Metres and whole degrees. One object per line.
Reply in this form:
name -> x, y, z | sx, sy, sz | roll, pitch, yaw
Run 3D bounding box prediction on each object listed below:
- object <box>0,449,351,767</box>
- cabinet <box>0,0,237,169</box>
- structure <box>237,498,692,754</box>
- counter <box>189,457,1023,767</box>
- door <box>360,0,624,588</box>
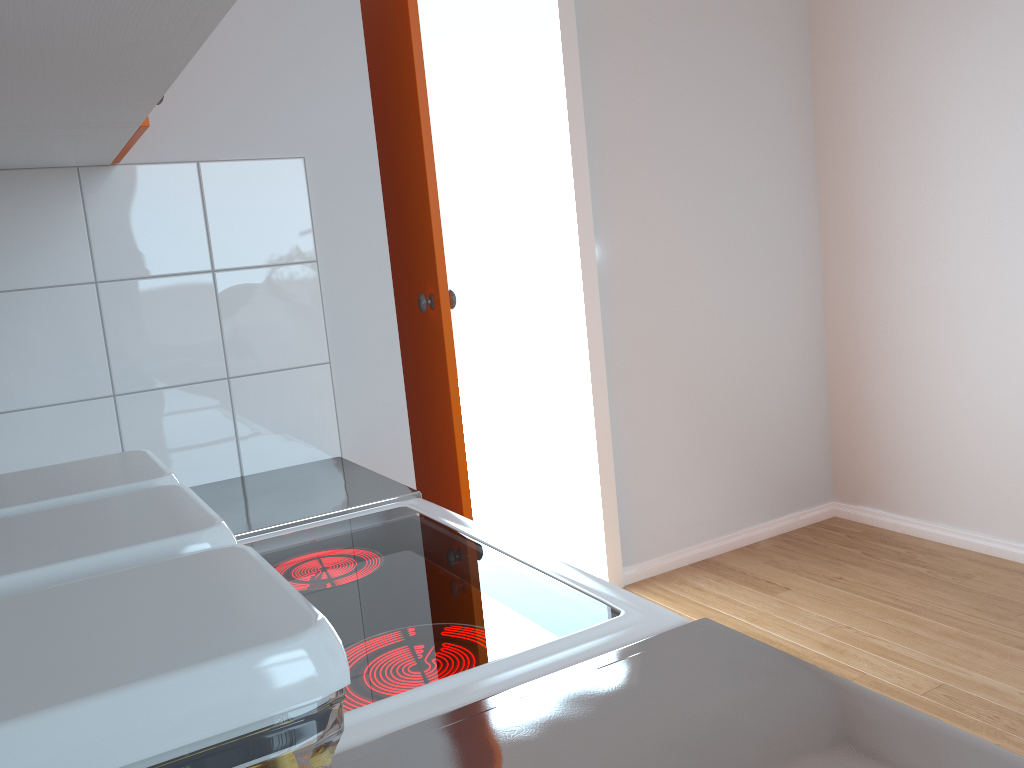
object -> -0.138, 0.179, 0.326 | 0.093, 0.260, 0.306 | -10, 9, -29
cabinet -> 0.161, -0.003, 0.109 | 0.693, 2.344, 3.160 | -10, 9, -29
structure -> -0.205, 0.659, 0.983 | 0.721, 0.863, 0.629 | -10, 9, -29
counter -> 0.181, 0.350, 0.146 | 0.670, 0.132, 3.159 | -11, 9, -29
door -> -0.231, -0.165, 2.501 | 0.694, 2.051, 1.387 | -3, 8, 19
